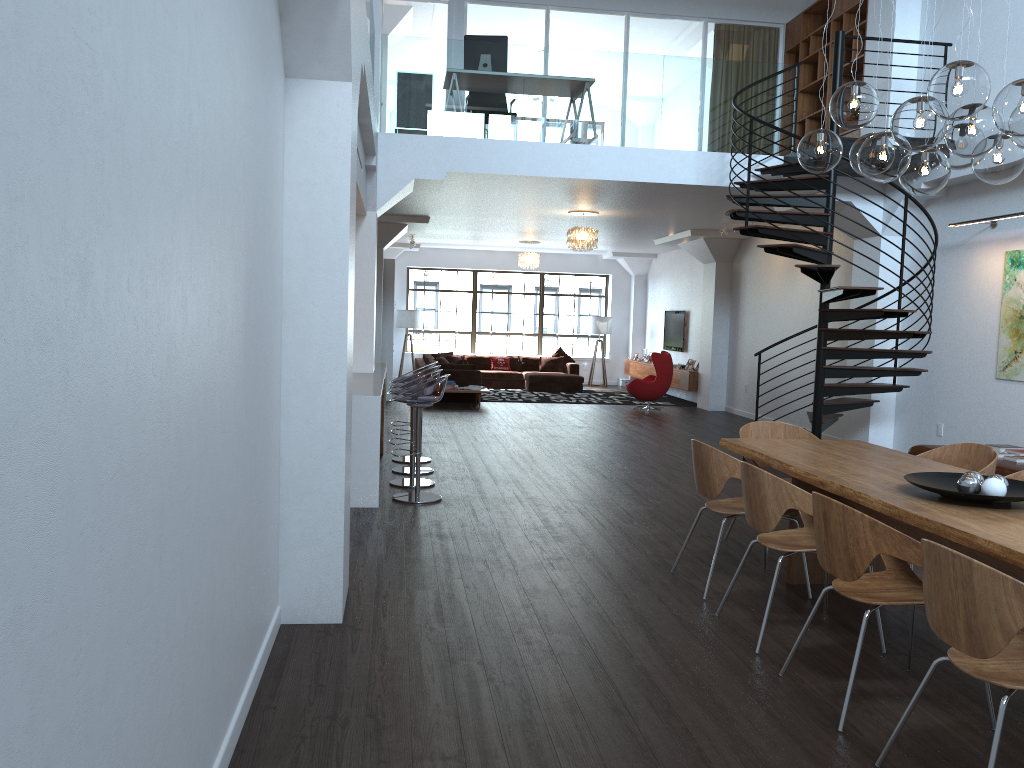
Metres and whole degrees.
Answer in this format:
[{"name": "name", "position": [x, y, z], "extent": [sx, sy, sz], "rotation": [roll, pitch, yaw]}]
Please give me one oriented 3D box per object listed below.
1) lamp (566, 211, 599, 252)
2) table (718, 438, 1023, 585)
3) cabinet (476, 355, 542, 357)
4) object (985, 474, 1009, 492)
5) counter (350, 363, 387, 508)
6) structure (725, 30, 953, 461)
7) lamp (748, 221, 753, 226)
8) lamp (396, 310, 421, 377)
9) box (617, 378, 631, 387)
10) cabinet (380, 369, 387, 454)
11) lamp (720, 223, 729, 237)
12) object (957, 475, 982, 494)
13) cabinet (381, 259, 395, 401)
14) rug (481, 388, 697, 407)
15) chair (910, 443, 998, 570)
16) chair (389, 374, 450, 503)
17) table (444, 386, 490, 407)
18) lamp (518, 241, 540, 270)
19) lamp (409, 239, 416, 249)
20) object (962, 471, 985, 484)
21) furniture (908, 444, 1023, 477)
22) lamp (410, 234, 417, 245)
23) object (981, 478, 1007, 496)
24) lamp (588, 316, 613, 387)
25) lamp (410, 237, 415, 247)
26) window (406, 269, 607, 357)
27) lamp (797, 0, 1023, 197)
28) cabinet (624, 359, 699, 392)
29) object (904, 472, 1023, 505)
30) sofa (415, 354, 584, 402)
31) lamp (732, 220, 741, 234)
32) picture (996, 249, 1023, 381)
[{"name": "lamp", "position": [0.994, -2.138, 12.480], "extent": [0.441, 0.539, 0.442], "rotation": [5, 5, 35]}, {"name": "table", "position": [2.062, 0.885, 3.995], "extent": [1.012, 0.750, 3.803], "rotation": [1, 4, -7]}, {"name": "cabinet", "position": [-0.063, -0.327, 20.114], "extent": [1.520, 0.625, 0.350], "rotation": [1, 4, -8]}, {"name": "object", "position": [2.163, 0.454, 3.961], "extent": [0.100, 0.100, 0.100], "rotation": [5, 5, 37]}, {"name": "counter", "position": [-0.637, 0.480, 7.506], "extent": [3.039, 0.860, 8.182], "rotation": [-1, 5, -37]}, {"name": "structure", "position": [3.110, -1.244, 8.761], "extent": [1.998, 4.352, 1.998], "rotation": [6, 6, 43]}, {"name": "lamp", "position": [3.300, -2.214, 12.205], "extent": [0.120, 0.211, 0.111], "rotation": [-1, 5, -33]}, {"name": "lamp", "position": [-2.307, -0.848, 19.712], "extent": [0.545, 1.579, 0.545], "rotation": [0, 5, -19]}, {"name": "box", "position": [2.591, -0.036, 20.474], "extent": [0.228, 0.165, 0.368], "rotation": [1, 4, -8]}, {"name": "cabinet", "position": [-1.755, 0.355, 8.993], "extent": [0.898, 0.796, 4.493], "rotation": [1, 4, -8]}, {"name": "lamp", "position": [3.168, -2.294, 13.218], "extent": [0.111, 0.211, 0.120], "rotation": [4, 5, 27]}, {"name": "object", "position": [2.039, 0.456, 3.956], "extent": [0.100, 0.100, 0.100], "rotation": [5, 5, 37]}, {"name": "cabinet", "position": [-2.541, -1.095, 17.306], "extent": [0.461, 2.414, 4.500], "rotation": [1, 4, -8]}, {"name": "rug", "position": [1.255, 0.238, 17.286], "extent": [4.200, 0.007, 3.100], "rotation": [1, 4, -6]}, {"name": "chair", "position": [2.486, 0.764, 5.222], "extent": [0.617, 0.830, 0.629], "rotation": [1, 4, -8]}, {"name": "chair", "position": [-0.753, 0.422, 7.160], "extent": [0.481, 1.014, 0.530], "rotation": [1, 4, -6]}, {"name": "table", "position": [-0.958, 0.209, 14.943], "extent": [1.100, 0.271, 0.853], "rotation": [1, 4, -8]}, {"name": "lamp", "position": [0.338, -2.534, 17.483], "extent": [0.441, 0.539, 0.442], "rotation": [5, 5, 35]}, {"name": "lamp", "position": [-2.007, -2.802, 17.755], "extent": [0.120, 0.211, 0.111], "rotation": [-1, 5, -33]}, {"name": "object", "position": [2.096, 0.446, 4.037], "extent": [0.100, 0.100, 0.100], "rotation": [5, 5, 37]}, {"name": "furniture", "position": [4.249, 0.846, 7.467], "extent": [0.907, 0.453, 1.819], "rotation": [1, 4, -8]}, {"name": "lamp", "position": [-1.875, -2.722, 16.742], "extent": [0.111, 0.211, 0.120], "rotation": [4, 5, 27]}, {"name": "object", "position": [2.107, 0.460, 3.878], "extent": [0.100, 0.100, 0.100], "rotation": [5, 5, 37]}, {"name": "lamp", "position": [1.981, -0.744, 20.178], "extent": [0.545, 1.579, 0.545], "rotation": [2, 4, 3]}, {"name": "lamp", "position": [-1.940, -2.762, 17.242], "extent": [0.111, 0.211, 0.120], "rotation": [6, 6, 41]}, {"name": "window", "position": [-0.095, -1.628, 20.558], "extent": [4.648, 1.905, 0.114], "rotation": [1, 4, -8]}, {"name": "lamp", "position": [2.109, -1.980, 4.095], "extent": [0.849, 2.140, 1.787], "rotation": [1, 4, -9]}, {"name": "cabinet", "position": [3.095, -0.214, 18.115], "extent": [0.459, 0.350, 4.501], "rotation": [1, 4, -8]}, {"name": "object", "position": [2.074, 0.478, 3.969], "extent": [0.592, 0.066, 0.592], "rotation": [5, 6, 40]}, {"name": "sofa", "position": [-0.144, -0.160, 17.586], "extent": [3.481, 0.664, 4.197], "rotation": [1, 4, -8]}, {"name": "lamp", "position": [3.234, -2.255, 12.718], "extent": [0.111, 0.211, 0.120], "rotation": [6, 6, 41]}, {"name": "picture", "position": [4.696, -0.608, 7.843], "extent": [0.010, 1.200, 1.095], "rotation": [1, 4, -8]}]
